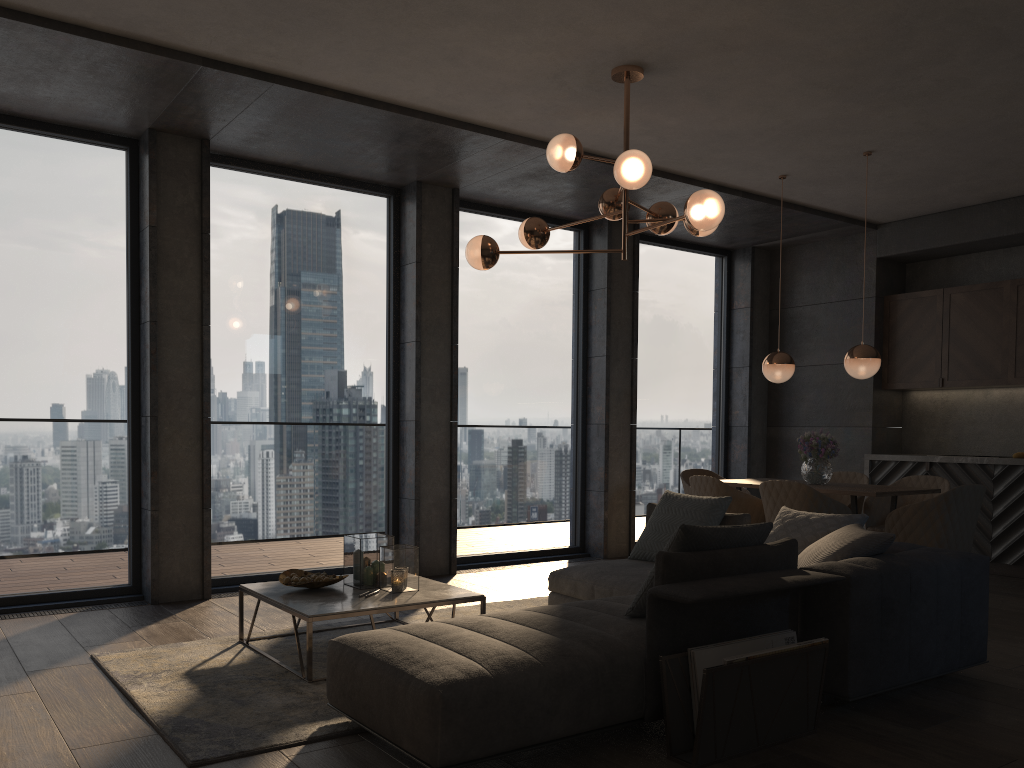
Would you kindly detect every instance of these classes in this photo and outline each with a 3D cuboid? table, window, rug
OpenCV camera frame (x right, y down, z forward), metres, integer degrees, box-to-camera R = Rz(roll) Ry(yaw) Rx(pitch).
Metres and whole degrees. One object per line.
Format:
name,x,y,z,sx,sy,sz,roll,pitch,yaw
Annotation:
table,2.176,1.111,6.392,0.769,0.770,1.466,1,-2,-35
window,-0.739,0.000,7.027,7.268,3.007,0.198,2,1,-35
table,-0.779,1.200,4.500,0.931,0.309,0.930,2,-3,-35
rug,-0.293,1.367,4.557,3.144,0.020,1.729,3,-4,-35

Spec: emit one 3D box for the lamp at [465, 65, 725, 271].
lamp,0.579,-1.141,4.848,1.463,1.041,1.014,0,-1,31

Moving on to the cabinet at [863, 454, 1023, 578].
cabinet,4.455,1.067,6.912,0.600,0.951,3.391,0,-2,-35

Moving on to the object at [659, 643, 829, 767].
object,0.848,1.135,3.199,0.667,0.352,0.216,2,0,-35

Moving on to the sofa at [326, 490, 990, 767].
sofa,0.530,0.964,4.113,2.912,0.785,2.023,3,-3,-36

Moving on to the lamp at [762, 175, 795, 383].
lamp,2.014,-0.779,6.627,0.239,1.548,0.238,-1,2,-30

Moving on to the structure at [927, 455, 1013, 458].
structure,3.990,0.629,7.579,0.504,0.017,0.610,3,-4,-35

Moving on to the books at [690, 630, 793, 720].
books,0.880,1.130,3.282,0.568,0.355,0.068,2,1,-35

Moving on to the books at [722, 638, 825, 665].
books,0.937,1.126,3.200,0.568,0.356,0.064,2,1,-35

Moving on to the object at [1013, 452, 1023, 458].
object,4.215,0.580,7.151,0.301,0.055,0.071,0,-1,6

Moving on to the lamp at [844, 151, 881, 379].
lamp,2.419,-0.806,6.057,0.239,1.548,0.238,2,2,30

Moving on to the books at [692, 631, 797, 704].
books,0.890,1.130,3.266,0.568,0.354,0.079,2,1,-35

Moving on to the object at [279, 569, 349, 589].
object,-1.011,1.003,4.509,0.347,0.084,0.347,-1,-3,32

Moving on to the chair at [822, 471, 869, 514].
chair,2.501,1.110,6.945,0.510,0.838,0.554,0,1,-41

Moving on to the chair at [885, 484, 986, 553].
chair,2.686,1.042,5.628,0.555,0.838,0.509,0,1,-31

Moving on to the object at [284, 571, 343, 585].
object,-1.017,1.004,4.503,0.277,0.072,0.324,-2,-4,44

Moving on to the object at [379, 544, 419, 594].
object,-0.573,0.937,4.486,0.150,0.221,0.148,0,1,-35

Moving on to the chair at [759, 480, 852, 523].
chair,1.907,1.043,5.794,0.510,0.838,0.554,0,1,-41

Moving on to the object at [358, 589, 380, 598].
object,-0.699,1.033,4.363,0.046,0.012,0.181,0,-3,16

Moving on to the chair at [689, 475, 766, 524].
chair,1.549,1.066,6.290,0.510,0.838,0.554,0,1,-26

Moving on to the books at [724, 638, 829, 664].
books,0.938,1.125,3.185,0.568,0.356,0.064,2,1,-35

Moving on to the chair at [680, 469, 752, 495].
chair,1.647,1.112,7.140,0.555,0.838,0.509,0,1,-31

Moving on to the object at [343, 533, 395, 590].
object,-0.748,0.922,4.616,0.196,0.261,0.199,0,0,-35

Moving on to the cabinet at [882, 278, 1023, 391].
cabinet,4.565,-0.440,6.922,0.369,0.866,3.392,0,-2,-35

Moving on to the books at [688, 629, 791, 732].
books,0.874,1.131,3.296,0.568,0.356,0.062,2,1,-35

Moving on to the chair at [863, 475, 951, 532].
chair,2.860,1.085,6.402,0.510,0.838,0.554,0,1,-36

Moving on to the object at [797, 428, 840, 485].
object,2.213,0.521,6.378,0.298,0.410,0.328,1,0,25
